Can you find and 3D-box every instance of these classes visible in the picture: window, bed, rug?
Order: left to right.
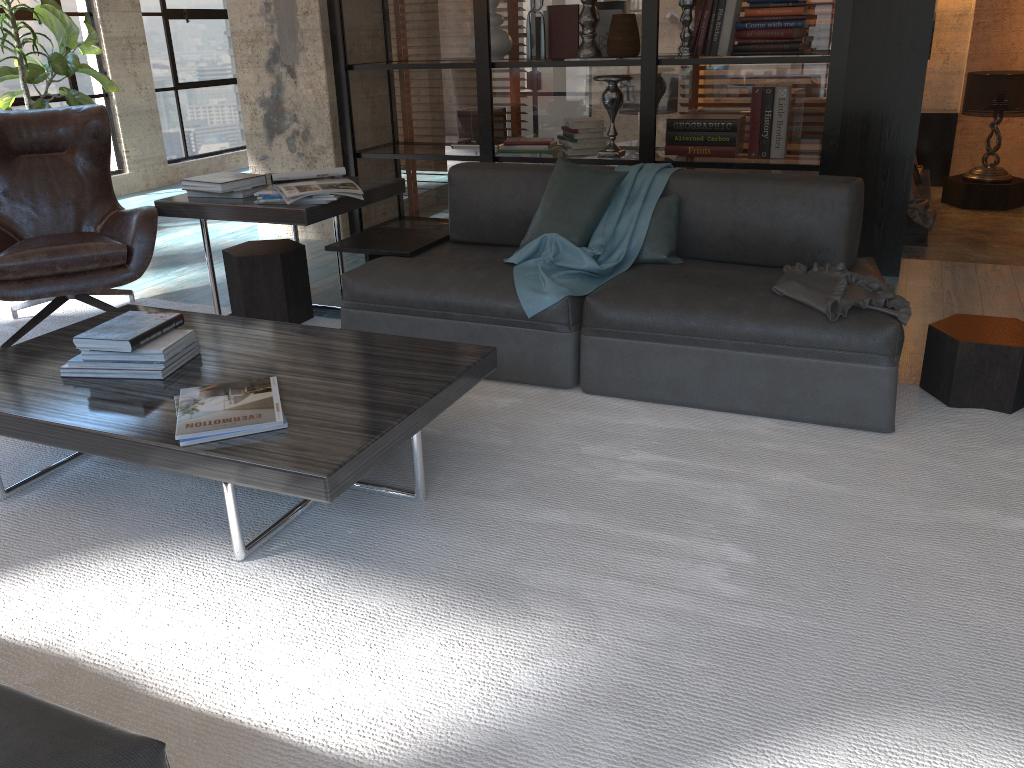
[{"bbox_3d":[-3.746,-2.684,6.434,0.081,2.530,1.780,8,24,23],"label":"window"},{"bbox_3d":[-1.212,0.242,2.737,7.768,0.032,2.954,8,24,23],"label":"rug"},{"bbox_3d":[-2.847,-3.475,8.332,0.081,2.530,1.780,8,24,23],"label":"window"},{"bbox_3d":[2.613,-1.881,8.078,2.287,0.651,2.293,7,24,22],"label":"bed"}]

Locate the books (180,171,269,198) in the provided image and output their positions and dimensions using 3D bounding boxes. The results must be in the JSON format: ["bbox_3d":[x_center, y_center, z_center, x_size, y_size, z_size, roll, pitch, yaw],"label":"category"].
[{"bbox_3d":[-1.276,-0.884,3.947,0.320,0.075,0.278,10,25,27],"label":"books"}]

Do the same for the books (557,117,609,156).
[{"bbox_3d":[0.416,-1.447,5.165,0.257,0.188,0.306,-6,22,-10],"label":"books"}]

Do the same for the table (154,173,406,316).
[{"bbox_3d":[-1.027,-0.627,4.155,0.800,0.570,0.800,8,24,23],"label":"table"}]

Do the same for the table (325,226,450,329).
[{"bbox_3d":[-0.511,-0.448,3.905,0.413,0.390,0.420,8,24,23],"label":"table"}]

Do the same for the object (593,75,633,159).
[{"bbox_3d":[0.556,-1.471,4.889,0.218,0.433,0.218,4,23,15],"label":"object"}]

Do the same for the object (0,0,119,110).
[{"bbox_3d":[-3.263,-1.924,6.277,0.921,1.543,0.817,-4,22,-6],"label":"object"}]

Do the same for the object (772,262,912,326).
[{"bbox_3d":[1.081,-0.274,2.917,0.429,0.185,0.433,6,23,19],"label":"object"}]

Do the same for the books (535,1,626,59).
[{"bbox_3d":[0.382,-2.068,5.187,0.547,0.299,0.147,8,24,22],"label":"books"}]

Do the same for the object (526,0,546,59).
[{"bbox_3d":[0.144,-2.097,5.152,0.121,0.395,0.062,9,24,25],"label":"object"}]

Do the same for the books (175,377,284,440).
[{"bbox_3d":[-0.727,0.056,2.285,0.252,0.011,0.318,-8,23,-15],"label":"books"}]

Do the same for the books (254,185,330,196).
[{"bbox_3d":[-0.902,-0.831,3.785,0.318,0.011,0.252,0,22,6],"label":"books"}]

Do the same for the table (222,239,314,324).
[{"bbox_3d":[-1.100,-0.450,4.010,0.365,0.340,0.316,-4,22,-5],"label":"table"}]

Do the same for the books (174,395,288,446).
[{"bbox_3d":[-0.729,0.069,2.281,0.252,0.011,0.318,-10,23,-20],"label":"books"}]

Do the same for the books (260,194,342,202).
[{"bbox_3d":[-0.882,-0.805,3.774,0.318,0.011,0.252,-2,22,1],"label":"books"}]

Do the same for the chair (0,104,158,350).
[{"bbox_3d":[-2.059,-0.733,3.994,0.820,0.940,0.975,-12,24,-24],"label":"chair"}]

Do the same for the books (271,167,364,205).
[{"bbox_3d":[-0.828,-0.834,3.750,0.322,0.109,0.273,-12,24,-24],"label":"books"}]

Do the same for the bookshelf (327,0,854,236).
[{"bbox_3d":[0.377,-2.055,4.920,2.900,2.571,0.628,8,24,23],"label":"bookshelf"}]

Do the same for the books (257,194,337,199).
[{"bbox_3d":[-0.894,-0.819,3.784,0.318,0.011,0.252,-2,22,1],"label":"books"}]

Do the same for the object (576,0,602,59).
[{"bbox_3d":[0.434,-2.069,4.992,0.191,0.447,0.192,-9,23,-17],"label":"object"}]

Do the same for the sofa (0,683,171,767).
[{"bbox_3d":[-1.560,0.513,1.183,2.063,0.680,1.019,8,24,23],"label":"sofa"}]

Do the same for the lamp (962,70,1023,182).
[{"bbox_3d":[4.411,-2.348,8.084,0.591,0.933,0.591,4,23,15],"label":"lamp"}]

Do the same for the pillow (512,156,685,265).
[{"bbox_3d":[0.338,-0.635,3.357,0.670,0.393,0.320,10,25,28],"label":"pillow"}]

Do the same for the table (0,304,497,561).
[{"bbox_3d":[-0.907,0.096,2.665,1.500,0.309,0.900,8,24,23],"label":"table"}]

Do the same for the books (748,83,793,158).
[{"bbox_3d":[1.393,-1.422,4.785,0.191,0.362,0.277,5,23,18],"label":"books"}]

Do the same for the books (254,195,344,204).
[{"bbox_3d":[-0.896,-0.796,3.783,0.318,0.011,0.252,2,22,10],"label":"books"}]

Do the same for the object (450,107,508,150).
[{"bbox_3d":[-0.180,-1.599,5.537,0.335,0.231,0.284,8,24,23],"label":"object"}]

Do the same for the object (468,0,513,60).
[{"bbox_3d":[-0.133,-2.154,5.266,0.265,0.432,0.265,-10,23,-20],"label":"object"}]

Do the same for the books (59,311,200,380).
[{"bbox_3d":[-1.132,-0.122,2.655,0.322,0.116,0.279,2,22,9],"label":"books"}]

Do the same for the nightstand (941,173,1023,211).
[{"bbox_3d":[4.417,-1.801,8.291,0.711,0.230,0.617,-17,26,-33],"label":"nightstand"}]

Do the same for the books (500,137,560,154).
[{"bbox_3d":[0.108,-1.427,5.302,0.319,0.068,0.231,4,23,15],"label":"books"}]

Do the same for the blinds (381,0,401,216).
[{"bbox_3d":[0.521,-2.004,5.294,2.915,3.160,0.136,8,24,23],"label":"blinds"}]

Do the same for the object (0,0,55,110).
[{"bbox_3d":[-3.134,-1.852,5.654,0.523,1.863,0.629,-5,22,-6],"label":"object"}]

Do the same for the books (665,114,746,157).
[{"bbox_3d":[1.086,-1.397,4.971,0.393,0.197,0.274,8,24,23],"label":"books"}]

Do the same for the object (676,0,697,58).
[{"bbox_3d":[0.909,-1.856,4.610,0.099,0.301,0.099,5,23,17],"label":"object"}]

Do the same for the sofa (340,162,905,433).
[{"bbox_3d":[0.433,-0.461,3.442,2.063,0.680,1.019,8,24,23],"label":"sofa"}]

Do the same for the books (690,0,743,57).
[{"bbox_3d":[1.077,-1.925,4.696,0.256,0.354,0.216,8,24,23],"label":"books"}]

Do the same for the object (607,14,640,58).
[{"bbox_3d":[0.627,-1.952,4.976,0.189,0.230,0.190,-10,23,-19],"label":"object"}]

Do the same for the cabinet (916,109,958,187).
[{"bbox_3d":[3.395,-2.629,9.769,2.639,0.738,0.443,8,24,23],"label":"cabinet"}]

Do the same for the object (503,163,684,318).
[{"bbox_3d":[0.352,-0.593,3.414,0.985,0.438,0.444,-19,27,-36],"label":"object"}]

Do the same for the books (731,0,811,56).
[{"bbox_3d":[1.382,-1.904,4.684,0.378,0.303,0.303,8,24,24],"label":"books"}]

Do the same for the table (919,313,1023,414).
[{"bbox_3d":[1.845,0.014,2.746,1.044,0.230,0.616,8,24,23],"label":"table"}]
